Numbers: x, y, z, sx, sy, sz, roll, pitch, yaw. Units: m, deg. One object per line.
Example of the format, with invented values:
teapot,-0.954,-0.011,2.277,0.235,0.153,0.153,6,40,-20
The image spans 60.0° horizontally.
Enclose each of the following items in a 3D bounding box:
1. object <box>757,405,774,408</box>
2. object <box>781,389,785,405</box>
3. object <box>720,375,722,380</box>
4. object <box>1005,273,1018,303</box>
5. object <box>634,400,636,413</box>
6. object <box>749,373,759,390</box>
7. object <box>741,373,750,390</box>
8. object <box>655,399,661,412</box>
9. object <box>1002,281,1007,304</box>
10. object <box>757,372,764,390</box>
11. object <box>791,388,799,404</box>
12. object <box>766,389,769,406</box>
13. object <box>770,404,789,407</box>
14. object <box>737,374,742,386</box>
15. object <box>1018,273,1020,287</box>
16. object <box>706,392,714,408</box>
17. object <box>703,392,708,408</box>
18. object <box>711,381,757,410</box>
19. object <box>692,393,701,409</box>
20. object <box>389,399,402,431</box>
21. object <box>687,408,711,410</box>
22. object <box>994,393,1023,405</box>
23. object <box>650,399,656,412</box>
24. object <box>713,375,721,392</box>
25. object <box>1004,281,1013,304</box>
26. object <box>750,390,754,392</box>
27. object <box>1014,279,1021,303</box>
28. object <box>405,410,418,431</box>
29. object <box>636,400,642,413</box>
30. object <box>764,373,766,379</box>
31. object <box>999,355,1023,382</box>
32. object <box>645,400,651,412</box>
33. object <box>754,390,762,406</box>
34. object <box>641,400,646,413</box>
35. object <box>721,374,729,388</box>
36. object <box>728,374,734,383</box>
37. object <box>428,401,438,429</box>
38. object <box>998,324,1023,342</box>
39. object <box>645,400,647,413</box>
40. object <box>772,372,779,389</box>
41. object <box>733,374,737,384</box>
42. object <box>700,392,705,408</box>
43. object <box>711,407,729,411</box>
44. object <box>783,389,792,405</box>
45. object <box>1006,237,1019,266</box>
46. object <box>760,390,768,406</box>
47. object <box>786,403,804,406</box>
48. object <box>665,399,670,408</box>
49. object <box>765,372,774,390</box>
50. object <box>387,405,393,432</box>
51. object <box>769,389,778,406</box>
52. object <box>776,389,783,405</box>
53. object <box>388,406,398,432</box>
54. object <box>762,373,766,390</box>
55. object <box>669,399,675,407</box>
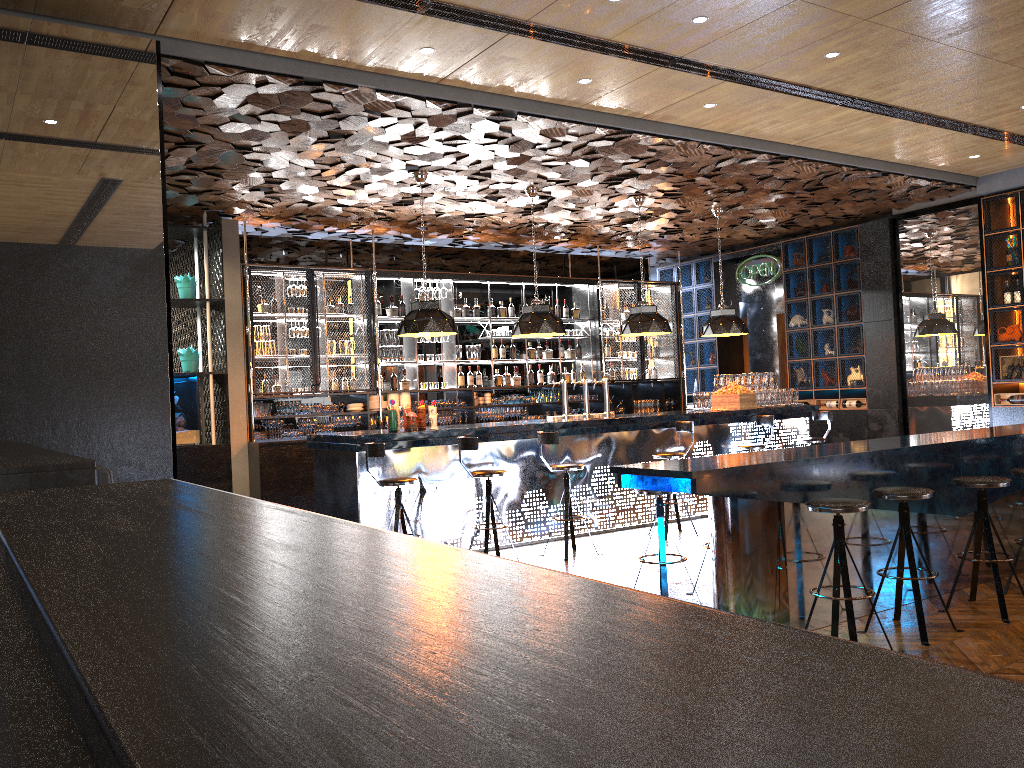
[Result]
object,2.888,0.277,10.655,0.273,0.019,0.437,-2,-1,-33
object,3.371,0.164,10.991,0.105,0.209,0.105,-3,-1,-8
object,2.650,-0.012,11.099,0.105,0.209,0.105,-3,-1,-8
object,5.935,-1.100,10.474,0.116,0.392,0.144,-2,-1,-28
object,1.808,0.360,13.156,0.079,0.231,0.079,-3,-1,3
object,2.882,-0.030,10.572,0.105,0.209,0.105,-3,-1,-8
object,2.811,-0.026,10.664,0.105,0.209,0.105,-3,-1,-8
object,2.209,0.345,13.416,0.079,0.231,0.079,-2,-1,-37
object,5.817,-1.056,10.428,0.086,0.313,0.086,-3,-1,6
object,2.956,-0.033,10.625,0.105,0.209,0.105,-3,-1,-8
object,3.476,0.158,10.917,0.105,0.209,0.105,-3,-1,32
object,3.088,0.172,10.771,0.105,0.209,0.105,-3,-1,-8
object,3.121,0.268,10.816,0.273,0.019,0.437,-2,-1,-33
object,2.862,-0.022,11.102,0.105,0.209,0.105,-3,-1,-8
object,6.001,-1.105,10.324,0.116,0.392,0.144,-2,-1,-38
object,2.409,0.205,10.751,0.105,0.209,0.105,-3,-1,32
object,2.401,0.207,10.874,0.105,0.209,0.105,-3,-1,-8
object,2.632,0.133,10.478,0.340,0.332,0.464,-2,-1,-30
object,2.283,0.214,10.942,0.105,0.209,0.105,-3,-1,-8
object,-1.076,0.287,8.264,0.116,0.298,0.105,-3,-1,-2
object,2.380,0.303,10.862,0.273,0.019,0.437,-2,-1,-33
object,5.796,0.173,10.231,0.122,0.132,0.396,-2,-1,-30
object,2.124,0.348,13.359,0.079,0.231,0.079,-3,-1,3
object,2.559,-0.009,11.034,0.105,0.209,0.105,-3,-1,-8
object,5.784,-1.051,10.338,0.088,0.306,0.088,-2,-1,-24
object,2.855,0.180,10.610,0.105,0.209,0.105,-3,-1,-8
object,5.855,-1.055,10.253,0.088,0.306,0.088,-2,-1,-24
object,-0.916,0.330,8.093,0.110,0.191,0.131,-2,-1,-21
object,1.893,0.356,13.213,0.079,0.231,0.079,-2,-1,-37
object,3.135,-0.037,10.890,0.105,0.209,0.105,-3,-1,-8
object,5.910,-0.185,10.335,0.152,0.297,0.361,-2,-1,-42
object,2.045,0.351,13.313,0.079,0.231,0.079,-3,-1,-6
object,2.907,0.176,10.507,0.105,0.209,0.105,-3,-1,-8
object,1.962,0.354,13.260,0.079,0.231,0.079,-3,-1,33
object,2.630,-0.013,10.941,0.105,0.209,0.105,-3,-1,-8
object,2.704,-0.016,10.994,0.105,0.209,0.105,-3,-1,-8
object,-0.736,0.288,8.227,0.081,0.264,0.099,-2,-1,-12
object,5.763,-0.576,10.268,0.138,0.222,0.278,-2,-1,-33
object,2.034,0.353,13.411,0.079,0.231,0.079,-2,-1,-31
object,3.189,-0.041,10.785,0.105,0.209,0.105,-3,-1,-8
object,2.791,-0.017,11.194,0.105,0.209,0.105,-3,-1,-8
object,2.376,0.210,11.010,0.105,0.209,0.105,-3,-1,-8
object,2.396,0.292,10.204,0.198,0.045,0.377,-3,-1,6
object,3.379,0.162,10.868,0.105,0.209,0.105,-3,-1,32
object,5.878,-1.528,10.325,0.222,0.390,0.224,-3,-1,41
object,2.993,0.174,10.578,0.105,0.209,0.105,-3,-1,-8
object,3.350,0.260,10.979,0.273,0.019,0.437,-2,-1,-33
object,2.355,0.342,13.502,0.101,0.227,0.101,-3,-1,35
object,3.115,-0.039,10.732,0.105,0.209,0.105,-3,-1,-8
object,-1.104,0.312,8.148,0.078,0.246,0.084,-2,-1,-34
object,3.140,0.168,10.668,0.105,0.209,0.105,-3,-1,-8
object,3.226,0.165,10.739,0.105,0.209,0.105,-3,-1,-8
object,-1.071,0.313,7.997,0.086,0.237,0.084,-2,-1,-14
object,3.044,-0.034,10.825,0.105,0.209,0.105,-3,-1,-8
object,2.454,0.340,13.613,0.101,0.227,0.101,-3,-1,35
